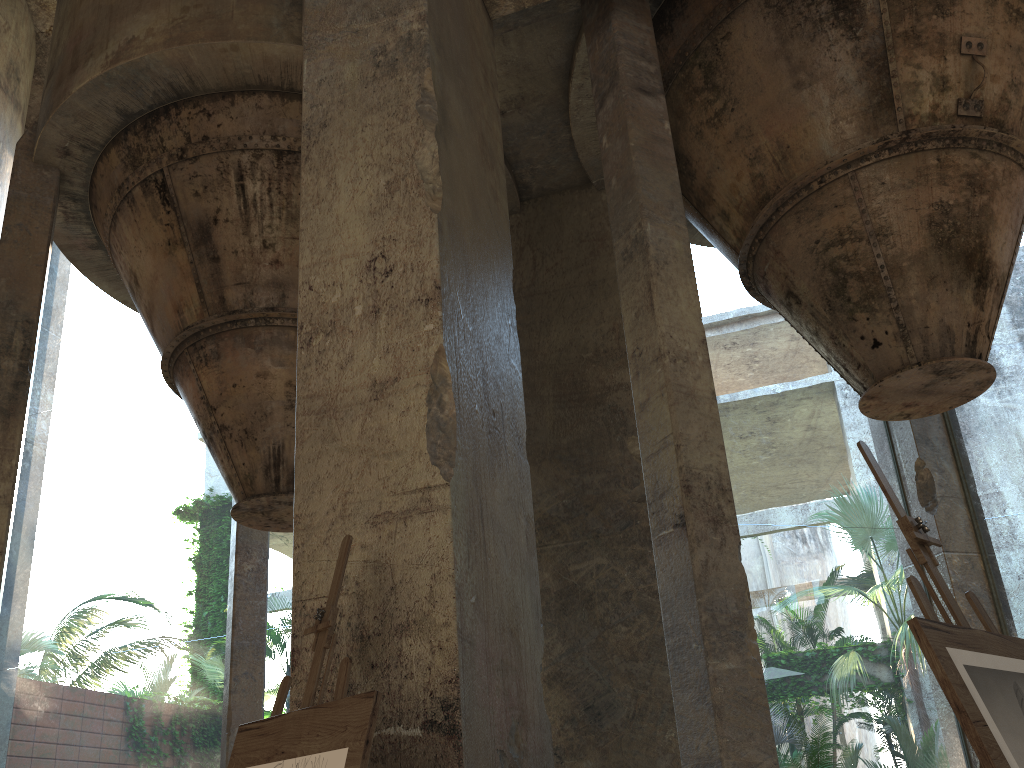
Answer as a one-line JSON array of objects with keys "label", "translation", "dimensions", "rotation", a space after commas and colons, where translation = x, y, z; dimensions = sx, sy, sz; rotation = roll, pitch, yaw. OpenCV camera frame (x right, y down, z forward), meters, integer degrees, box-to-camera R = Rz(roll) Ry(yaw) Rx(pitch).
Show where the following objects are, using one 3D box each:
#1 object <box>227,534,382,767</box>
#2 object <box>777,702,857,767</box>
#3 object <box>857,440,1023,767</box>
[{"label": "object", "translation": [-0.613, 1.362, 2.332], "dimensions": [0.720, 2.044, 0.699], "rotation": [-24, -29, 39]}, {"label": "object", "translation": [2.050, 2.627, 5.965], "dimensions": [0.693, 0.895, 0.894], "rotation": [-12, -26, 17]}, {"label": "object", "translation": [1.211, 1.014, 1.920], "dimensions": [0.713, 2.044, 0.706], "rotation": [14, -29, -38]}]
